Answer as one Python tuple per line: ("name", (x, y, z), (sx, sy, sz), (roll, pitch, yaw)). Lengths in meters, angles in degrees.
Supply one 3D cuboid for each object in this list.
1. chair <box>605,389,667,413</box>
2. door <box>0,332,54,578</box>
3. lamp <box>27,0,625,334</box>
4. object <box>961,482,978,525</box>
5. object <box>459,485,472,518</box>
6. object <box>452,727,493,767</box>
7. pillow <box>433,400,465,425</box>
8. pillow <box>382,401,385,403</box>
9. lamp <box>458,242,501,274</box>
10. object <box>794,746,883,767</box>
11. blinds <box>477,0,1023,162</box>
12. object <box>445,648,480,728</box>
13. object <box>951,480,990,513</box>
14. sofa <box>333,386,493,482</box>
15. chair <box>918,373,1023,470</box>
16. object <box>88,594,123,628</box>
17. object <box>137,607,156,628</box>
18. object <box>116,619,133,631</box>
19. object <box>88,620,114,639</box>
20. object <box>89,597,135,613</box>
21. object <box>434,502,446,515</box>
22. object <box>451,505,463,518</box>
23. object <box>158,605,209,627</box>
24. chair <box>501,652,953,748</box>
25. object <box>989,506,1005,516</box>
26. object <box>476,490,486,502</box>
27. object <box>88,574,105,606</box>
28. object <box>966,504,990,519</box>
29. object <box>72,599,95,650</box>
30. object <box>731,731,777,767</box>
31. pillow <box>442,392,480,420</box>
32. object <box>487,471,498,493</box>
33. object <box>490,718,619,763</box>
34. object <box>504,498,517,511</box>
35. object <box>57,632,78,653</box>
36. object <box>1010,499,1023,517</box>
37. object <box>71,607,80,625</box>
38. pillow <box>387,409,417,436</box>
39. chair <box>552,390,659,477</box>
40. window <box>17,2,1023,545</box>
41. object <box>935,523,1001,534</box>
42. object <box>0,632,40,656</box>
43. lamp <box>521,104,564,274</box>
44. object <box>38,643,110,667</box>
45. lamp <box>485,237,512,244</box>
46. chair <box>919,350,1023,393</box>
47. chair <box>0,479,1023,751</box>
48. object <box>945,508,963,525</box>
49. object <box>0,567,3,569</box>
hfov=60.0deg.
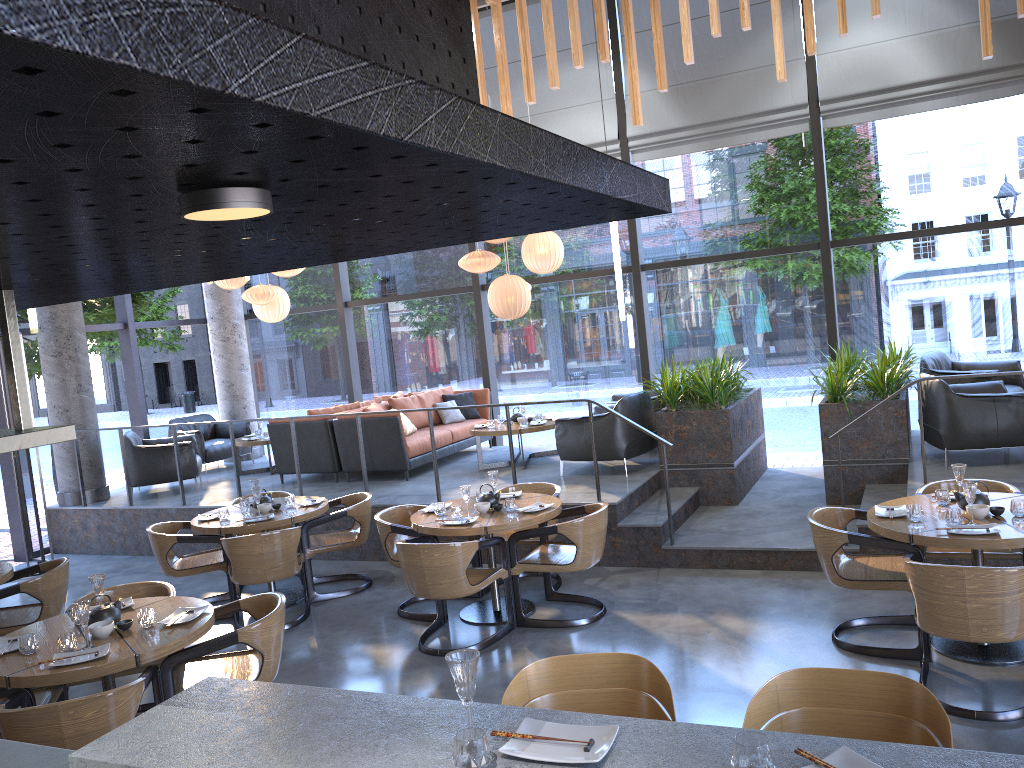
("chair", (1.446, 0.335, 9.805), (0.833, 0.743, 1.030), (-5, 4, 10))
("door", (-5.929, 0.825, 8.800), (2.186, 2.526, 2.186), (-2, 6, 45))
("lamp", (-1.401, -5.048, 1.994), (8.975, 10.231, 8.774), (-4, 4, 23))
("object", (2.438, 0.638, 4.712), (0.082, 0.227, 0.082), (-6, 4, -6))
("object", (-0.315, 0.821, 6.183), (0.082, 0.227, 0.082), (-6, 4, -6))
("object", (-0.089, 0.820, 1.971), (0.086, 0.086, 0.086), (-4, 4, 25))
("pillow", (-0.758, 0.344, 10.708), (0.203, 0.263, 0.332), (-2, 6, 45))
("pillow", (-1.701, 0.394, 11.010), (0.289, 0.311, 0.393), (-6, 4, 5))
("lamp", (-0.460, -2.337, 9.637), (0.467, 2.271, 0.467), (-7, 4, -12))
("object", (0.673, 0.787, 1.754), (0.170, 0.025, 0.294), (-8, 5, -28))
("blinds", (-3.172, -2.945, 8.389), (17.610, 2.314, 8.760), (-8, 4, -21))
("object", (-0.104, 0.743, 2.074), (0.082, 0.227, 0.082), (-8, 5, -30))
("object", (2.586, 0.628, 4.975), (0.163, 0.179, 0.168), (-8, 5, -27))
("sofa", (-1.059, 0.528, 10.310), (0.864, 0.811, 2.226), (-4, 4, 25))
("chair", (3.861, 0.254, 7.390), (0.833, 0.743, 1.030), (-5, 4, 10))
("object", (-2.071, 1.150, 4.495), (0.163, 0.179, 0.168), (-7, 4, -9))
("object", (-1.835, 1.175, 4.453), (0.086, 0.086, 0.086), (-7, 4, -12))
("object", (-1.936, 1.210, 4.438), (0.080, 0.042, 0.080), (-5, 4, 10))
("object", (-2.015, 1.212, 4.360), (0.116, 0.065, 0.116), (-5, 4, 10))
("object", (-2.213, 1.220, 4.815), (0.294, 0.025, 0.170), (-8, 5, -29))
("object", (-0.518, 0.900, 6.386), (0.086, 0.086, 0.086), (-9, 5, -40))
("object", (-0.386, 0.898, 6.221), (0.086, 0.086, 0.086), (-9, 5, -40))
("object", (-1.677, 1.186, 4.504), (0.170, 0.025, 0.294), (-6, 4, 5))
("chair", (1.310, 1.435, 0.040), (2.787, 1.047, 5.395), (-6, 4, 2))
("object", (2.653, 0.699, 4.851), (0.080, 0.042, 0.080), (-7, 4, -11))
("object", (-0.230, 0.849, 6.670), (0.086, 0.086, 0.086), (-5, 4, 11))
("object", (-2.178, 1.124, 4.682), (0.082, 0.227, 0.082), (-5, 4, 19))
("object", (2.543, 0.700, 4.840), (0.116, 0.065, 0.116), (-6, 4, 4))
("object", (-2.022, 1.142, 4.197), (0.082, 0.227, 0.082), (-10, 6, -44))
("object", (0.496, 0.770, 1.821), (0.086, 0.086, 0.086), (-6, 4, 0))
("pillow", (-0.636, 0.280, 10.958), (0.418, 0.345, 0.242), (-8, 4, -24))
("object", (-0.133, 0.769, 6.656), (0.082, 0.227, 0.082), (-9, 5, -32))
("object", (0.086, 0.827, 2.052), (0.294, 0.025, 0.170), (-4, 4, 23))
("object", (-0.010, 0.855, 6.269), (0.086, 0.086, 0.086), (-7, 4, -18))
("object", (-2.096, 1.222, 4.178), (0.086, 0.086, 0.086), (-5, 4, 11))
("object", (2.743, 0.671, 4.797), (0.086, 0.086, 0.086), (-4, 5, 27))
("object", (-2.257, 1.207, 4.628), (0.086, 0.086, 0.086), (-8, 5, -27))
("pillow", (-1.255, 0.422, 9.955), (0.289, 0.311, 0.393), (-6, 4, 5))
("chair", (0.961, 0.462, 8.733), (0.833, 0.743, 1.030), (-3, 5, 32))
("window", (-1.228, -1.062, 4.529), (12.739, 5.897, 12.900), (-4, 4, 25))
("object", (2.360, 0.756, 4.600), (0.294, 0.025, 0.170), (-4, 4, 22))
("object", (-2.414, 1.246, 4.318), (0.253, 0.086, 0.335), (-7, 4, -17))
("lamp", (-0.117, -2.487, 6.336), (0.468, 3.124, 6.999), (-6, 4, 6))
("object", (-2.005, 1.253, 4.056), (0.294, 0.025, 0.170), (-7, 4, -17))
("lamp", (-0.275, -2.700, 9.523), (0.465, 2.374, 0.465), (-10, 5, -42))
("chair", (4.377, 0.044, 8.485), (0.833, 0.743, 1.030), (-3, 5, 39))
("chair", (0.177, 1.353, 4.907), (9.749, 0.759, 4.352), (-4, 5, 26))
("object", (2.366, 0.714, 4.750), (0.086, 0.086, 0.086), (-9, 5, -40))
("object", (-3.581, 1.283, 5.945), (0.170, 0.025, 0.294), (-6, 4, 5))
